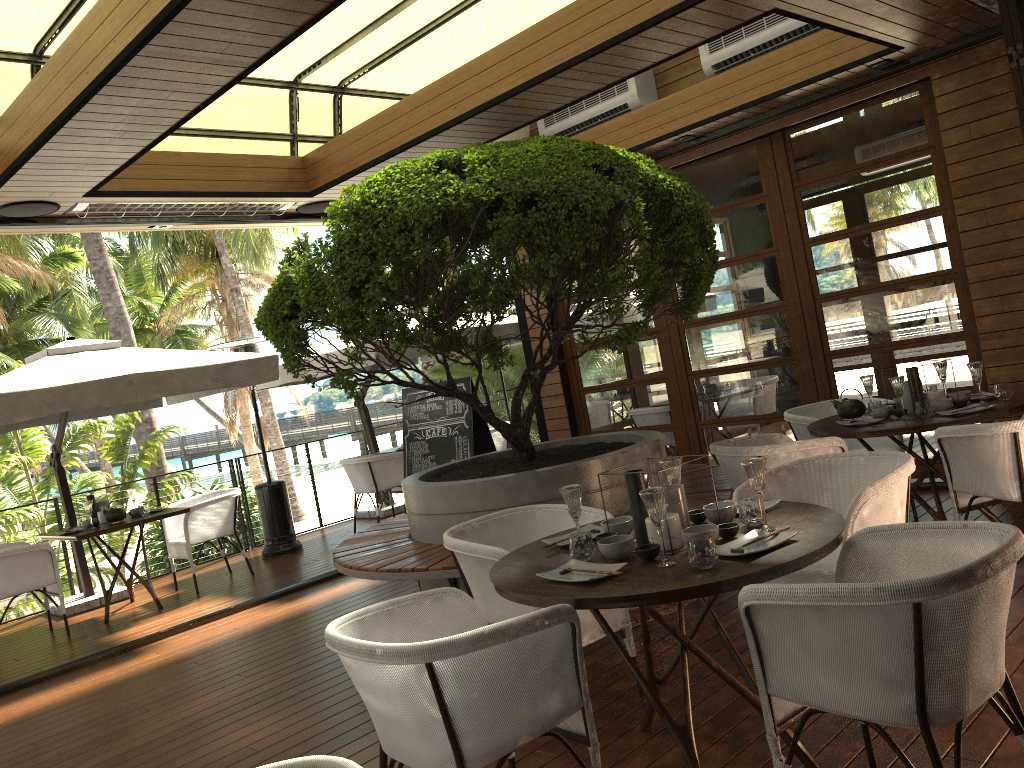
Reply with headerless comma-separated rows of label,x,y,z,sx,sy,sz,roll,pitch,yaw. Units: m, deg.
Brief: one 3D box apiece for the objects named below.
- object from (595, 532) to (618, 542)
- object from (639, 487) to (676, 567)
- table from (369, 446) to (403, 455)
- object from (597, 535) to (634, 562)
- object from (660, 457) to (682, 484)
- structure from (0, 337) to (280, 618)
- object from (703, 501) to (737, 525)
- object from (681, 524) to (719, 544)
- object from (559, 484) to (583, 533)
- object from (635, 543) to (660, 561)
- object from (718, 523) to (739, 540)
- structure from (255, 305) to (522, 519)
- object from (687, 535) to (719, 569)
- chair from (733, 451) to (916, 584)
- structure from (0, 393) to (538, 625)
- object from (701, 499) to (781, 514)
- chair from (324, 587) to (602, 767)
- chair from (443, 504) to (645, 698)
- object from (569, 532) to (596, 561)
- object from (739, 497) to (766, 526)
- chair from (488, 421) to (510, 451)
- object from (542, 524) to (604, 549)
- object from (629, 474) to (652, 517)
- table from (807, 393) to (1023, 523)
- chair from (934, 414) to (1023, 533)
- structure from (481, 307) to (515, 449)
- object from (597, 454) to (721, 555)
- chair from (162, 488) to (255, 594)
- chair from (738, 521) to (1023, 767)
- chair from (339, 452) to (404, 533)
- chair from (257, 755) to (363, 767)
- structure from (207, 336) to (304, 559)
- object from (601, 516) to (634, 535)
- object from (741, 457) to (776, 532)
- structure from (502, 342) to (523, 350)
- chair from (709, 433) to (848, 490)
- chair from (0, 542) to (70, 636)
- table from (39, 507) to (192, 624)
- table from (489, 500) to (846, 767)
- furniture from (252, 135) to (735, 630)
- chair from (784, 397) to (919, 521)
object,0.327,0.535,3.028,0.080,0.042,0.080,-10,1,23
object,0.438,0.425,2.636,0.082,0.227,0.082,-11,0,-40
table,-0.867,1.021,9.768,0.933,0.749,0.930,-11,1,-44
object,0.335,0.526,2.822,0.116,0.065,0.116,-11,1,-20
object,0.596,0.384,3.214,0.082,0.227,0.082,-10,0,39
structure,-3.475,0.756,7.419,2.418,2.332,2.409,-11,1,-44
object,0.721,0.449,3.053,0.116,0.065,0.116,-11,1,-20
object,0.587,0.481,2.745,0.116,0.065,0.116,-11,1,-31
object,0.219,0.459,2.999,0.082,0.227,0.082,-11,0,-35
object,0.422,0.523,2.738,0.080,0.042,0.080,-10,1,11
object,0.687,0.472,2.824,0.080,0.042,0.080,-10,1,23
structure,-1.106,0.264,9.783,2.418,2.332,2.409,-11,1,-44
object,0.544,0.482,2.532,0.086,0.086,0.086,-10,1,14
chair,1.332,0.719,3.576,0.618,0.788,0.626,-11,1,-38
structure,-7.155,2.250,5.161,26.315,1.153,0.163,-12,1,-44
object,0.807,0.450,3.216,0.170,0.025,0.294,-12,2,-41
chair,-0.133,1.015,2.533,0.618,0.788,0.626,-11,1,-38
chair,0.112,0.945,3.686,0.628,0.788,0.616,-11,1,-38
object,0.228,0.534,2.894,0.086,0.086,0.086,-10,1,9
object,0.797,0.426,2.945,0.086,0.086,0.086,-10,1,9
chair,-0.286,0.883,10.309,0.618,0.788,0.626,-11,1,-43
object,0.230,0.558,3.212,0.295,0.025,0.170,-11,1,-36
object,0.510,0.425,3.317,0.163,0.179,0.167,-11,1,-34
table,2.326,0.524,4.972,1.165,0.749,1.167,-10,1,14
chair,2.436,0.502,4.124,0.628,0.788,0.616,-11,1,-13
structure,-0.095,0.112,11.193,0.698,2.192,0.700,-10,0,33
object,0.489,0.395,2.931,0.264,0.264,0.263,-11,1,-41
chair,-2.693,1.382,7.907,0.618,0.788,0.626,-11,1,-43
chair,1.029,0.802,2.307,0.628,0.788,0.616,-11,1,-38
chair,-1.393,1.112,9.239,0.618,0.788,0.626,-11,1,-43
chair,-0.411,1.092,1.319,0.617,0.788,0.627,-11,1,-23
structure,-2.479,0.606,8.813,0.698,2.192,0.700,-10,0,33
object,0.375,0.513,3.122,0.116,0.065,0.116,-11,1,-31
object,0.794,0.355,2.837,0.082,0.227,0.082,-11,0,-35
structure,1.264,-0.227,12.148,2.418,2.332,2.409,-11,1,-44
chair,1.477,0.666,4.828,0.617,0.788,0.627,-11,1,-13
chair,-3.841,1.619,6.796,0.618,0.788,0.626,-11,1,-43
table,-3.243,1.514,7.397,0.933,0.749,0.930,-11,1,-44
table,0.566,0.894,2.953,1.165,0.749,1.167,-10,1,14
furniture,0.018,-0.034,5.357,2.567,2.722,2.721,-10,1,11
chair,2.179,0.516,5.767,0.628,0.788,0.616,-11,1,-13
